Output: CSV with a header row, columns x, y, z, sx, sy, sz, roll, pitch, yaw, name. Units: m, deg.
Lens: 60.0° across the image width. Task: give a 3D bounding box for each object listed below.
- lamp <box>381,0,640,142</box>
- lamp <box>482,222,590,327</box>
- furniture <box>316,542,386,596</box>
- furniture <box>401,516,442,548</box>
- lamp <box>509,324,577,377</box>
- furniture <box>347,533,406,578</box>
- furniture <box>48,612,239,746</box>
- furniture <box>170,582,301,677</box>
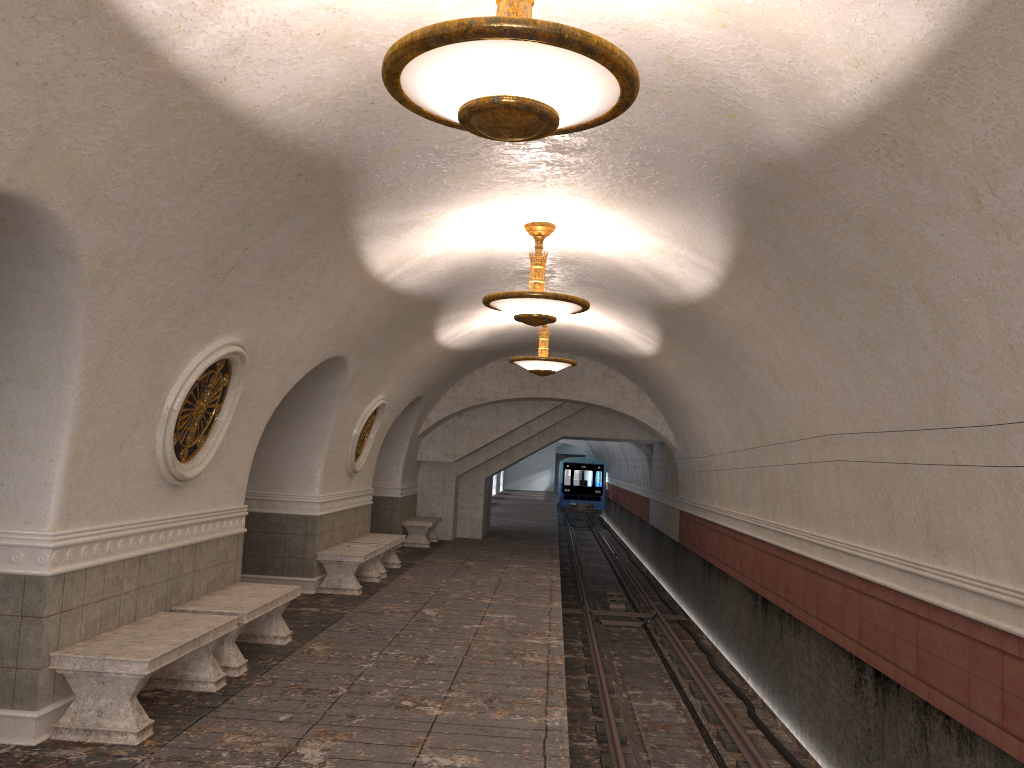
x,y,z,sx,sy,sz,roll,pitch,yaw,name
0.008,-1.437,3.514,1.008,0.955,1.008,1,-5,19,lamp
0.238,-1.009,8.317,1.008,0.955,1.008,1,-5,19,lamp
-2.151,2.469,11.934,0.613,0.508,1.509,3,-5,3,furniture
-1.851,3.027,18.205,0.613,0.508,1.509,3,-5,3,furniture
0.469,-0.582,13.123,1.008,0.955,1.008,7,-7,-41,lamp
-2.071,2.618,13.607,0.613,0.508,1.509,3,-5,3,furniture
-2.436,1.941,6.002,0.613,0.508,1.509,3,-5,3,furniture
-2.356,2.090,7.675,0.613,0.508,1.509,3,-5,3,furniture
